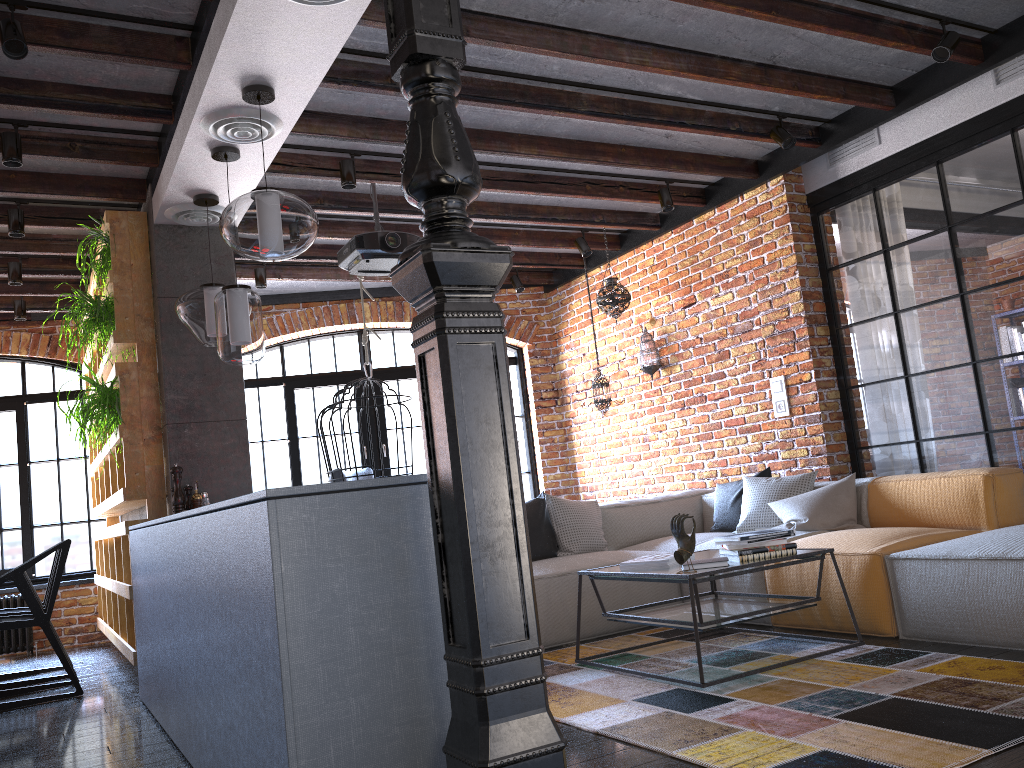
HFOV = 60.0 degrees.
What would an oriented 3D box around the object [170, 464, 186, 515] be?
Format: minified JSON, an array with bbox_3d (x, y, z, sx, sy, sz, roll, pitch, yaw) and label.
[{"bbox_3d":[-1.660,0.537,4.407,0.061,0.282,0.061,-5,-7,-15],"label":"object"}]

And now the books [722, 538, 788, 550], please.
[{"bbox_3d":[0.999,0.657,3.666,0.239,0.022,0.191,-7,-7,5],"label":"books"}]

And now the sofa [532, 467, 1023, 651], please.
[{"bbox_3d":[1.067,0.868,4.286,2.536,0.697,3.303,-3,-8,-29],"label":"sofa"}]

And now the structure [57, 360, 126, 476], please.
[{"bbox_3d":[-2.154,0.192,4.793,0.422,0.620,0.571,-5,-7,-10],"label":"structure"}]

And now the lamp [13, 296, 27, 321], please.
[{"bbox_3d":[-3.724,-0.583,6.727,0.112,0.184,0.082,-11,-8,29],"label":"lamp"}]

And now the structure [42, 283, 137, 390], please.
[{"bbox_3d":[-2.230,-0.283,4.801,0.422,0.620,0.571,-11,-8,30],"label":"structure"}]

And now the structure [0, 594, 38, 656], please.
[{"bbox_3d":[-4.196,1.886,6.701,1.115,0.476,0.106,-5,-7,-11],"label":"structure"}]

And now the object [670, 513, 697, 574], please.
[{"bbox_3d":[0.660,0.603,3.379,0.099,0.222,0.093,-8,-7,10],"label":"object"}]

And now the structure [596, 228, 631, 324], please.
[{"bbox_3d":[0.739,-0.832,6.678,0.265,0.778,0.273,-8,-7,10],"label":"structure"}]

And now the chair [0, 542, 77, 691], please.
[{"bbox_3d":[-3.048,1.414,5.453,0.610,0.818,0.495,-3,-8,-29],"label":"chair"}]

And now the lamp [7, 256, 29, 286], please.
[{"bbox_3d":[-3.263,-0.748,5.860,0.124,0.184,0.082,0,-10,-45],"label":"lamp"}]

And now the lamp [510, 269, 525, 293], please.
[{"bbox_3d":[0.043,-0.889,7.687,0.134,0.208,0.093,-12,-9,36],"label":"lamp"}]

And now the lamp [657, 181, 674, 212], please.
[{"bbox_3d":[1.022,-1.242,5.878,0.113,0.194,0.085,-11,-8,32],"label":"lamp"}]

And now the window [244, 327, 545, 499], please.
[{"bbox_3d":[-1.250,0.439,7.960,3.292,2.231,0.177,-5,-7,-11],"label":"window"}]

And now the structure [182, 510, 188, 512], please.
[{"bbox_3d":[-1.232,0.561,3.791,0.504,0.057,0.764,-3,-8,-29],"label":"structure"}]

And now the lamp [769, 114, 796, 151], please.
[{"bbox_3d":[1.522,-1.407,4.984,0.093,0.210,0.150,-3,-8,-27],"label":"lamp"}]

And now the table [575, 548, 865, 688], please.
[{"bbox_3d":[0.820,0.937,3.726,0.842,0.388,0.849,-3,-8,-29],"label":"table"}]

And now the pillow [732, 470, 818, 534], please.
[{"bbox_3d":[1.507,0.690,5.118,0.293,0.354,0.496,0,-10,-43],"label":"pillow"}]

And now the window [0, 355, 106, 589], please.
[{"bbox_3d":[-4.615,0.722,7.088,3.144,2.231,0.177,-5,-7,-11],"label":"window"}]

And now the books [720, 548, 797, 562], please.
[{"bbox_3d":[1.006,0.698,3.637,0.247,0.024,0.209,-5,-7,-10],"label":"books"}]

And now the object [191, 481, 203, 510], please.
[{"bbox_3d":[-1.577,0.580,4.456,0.058,0.192,0.081,-8,-7,12],"label":"object"}]

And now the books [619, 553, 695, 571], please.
[{"bbox_3d":[0.625,0.758,3.802,0.225,0.038,0.309,-11,-8,31],"label":"books"}]

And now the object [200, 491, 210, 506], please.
[{"bbox_3d":[-1.564,0.614,4.513,0.069,0.135,0.069,-13,-9,40],"label":"object"}]

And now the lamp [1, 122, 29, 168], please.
[{"bbox_3d":[-2.274,-1.095,4.050,0.116,0.184,0.082,-9,-7,21],"label":"lamp"}]

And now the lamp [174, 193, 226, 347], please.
[{"bbox_3d":[-1.482,-0.560,4.374,0.367,0.746,0.367,-10,-8,24],"label":"lamp"}]

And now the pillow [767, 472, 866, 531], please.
[{"bbox_3d":[1.625,0.660,4.762,0.485,0.314,0.359,-8,-7,14],"label":"pillow"}]

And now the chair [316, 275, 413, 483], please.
[{"bbox_3d":[-1.062,0.075,6.375,0.682,2.219,0.802,-9,-7,16],"label":"chair"}]

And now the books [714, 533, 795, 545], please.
[{"bbox_3d":[0.998,0.637,3.648,0.268,0.014,0.196,-2,-8,-30],"label":"books"}]

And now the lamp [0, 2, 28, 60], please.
[{"bbox_3d":[-1.777,-1.253,3.167,0.093,0.210,0.145,-1,-9,-37],"label":"lamp"}]

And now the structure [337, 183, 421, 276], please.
[{"bbox_3d":[-0.811,-1.072,5.209,0.409,0.815,0.464,-3,-8,-29],"label":"structure"}]

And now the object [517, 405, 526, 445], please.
[{"bbox_3d":[0.064,0.716,7.874,0.270,1.053,0.299,-6,-7,-9],"label":"object"}]

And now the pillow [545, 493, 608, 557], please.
[{"bbox_3d":[0.392,0.828,5.266,0.251,0.402,0.543,-13,-10,43],"label":"pillow"}]

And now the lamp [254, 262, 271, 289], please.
[{"bbox_3d":[-1.866,-0.811,6.642,0.121,0.184,0.082,-2,-9,-36],"label":"lamp"}]

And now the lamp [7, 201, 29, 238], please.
[{"bbox_3d":[-2.760,-0.923,4.951,0.113,0.184,0.082,-10,-8,27],"label":"lamp"}]

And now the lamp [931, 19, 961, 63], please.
[{"bbox_3d":[1.996,-1.579,4.087,0.159,0.207,0.082,-3,-8,-29],"label":"lamp"}]

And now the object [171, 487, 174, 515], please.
[{"bbox_3d":[-1.688,0.600,4.464,0.048,0.179,0.048,-9,-7,21],"label":"object"}]

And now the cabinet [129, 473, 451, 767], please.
[{"bbox_3d":[-0.895,0.867,3.224,0.607,0.843,2.963,-3,-8,-29],"label":"cabinet"}]

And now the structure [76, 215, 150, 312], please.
[{"bbox_3d":[-2.133,-0.648,4.939,0.570,0.620,0.423,-1,-9,-39],"label":"structure"}]

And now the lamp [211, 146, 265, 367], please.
[{"bbox_3d":[-1.207,-0.554,3.850,0.195,0.954,0.198,-7,-7,1],"label":"lamp"}]

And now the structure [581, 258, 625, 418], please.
[{"bbox_3d":[0.645,-0.438,7.027,0.389,1.436,0.339,-3,-8,-28],"label":"structure"}]

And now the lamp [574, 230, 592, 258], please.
[{"bbox_3d":[0.541,-1.065,6.766,0.134,0.207,0.090,-10,-8,28],"label":"lamp"}]

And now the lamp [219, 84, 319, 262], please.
[{"bbox_3d":[-0.936,-0.795,3.366,0.365,0.664,0.364,-13,-10,44],"label":"lamp"}]

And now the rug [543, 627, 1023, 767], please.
[{"bbox_3d":[0.792,1.098,3.297,1.431,0.013,2.366,-3,-8,-29],"label":"rug"}]

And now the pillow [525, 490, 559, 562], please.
[{"bbox_3d":[0.084,0.833,5.126,0.538,0.417,0.239,-1,-9,-39],"label":"pillow"}]

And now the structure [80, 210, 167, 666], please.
[{"bbox_3d":[-2.611,0.474,5.868,0.206,2.379,2.832,-3,-8,-29],"label":"structure"}]

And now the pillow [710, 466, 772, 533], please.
[{"bbox_3d":[1.393,0.729,5.440,0.263,0.400,0.510,-2,-9,-35],"label":"pillow"}]

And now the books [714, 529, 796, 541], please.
[{"bbox_3d":[0.996,0.622,3.650,0.268,0.014,0.196,-4,-8,-18],"label":"books"}]

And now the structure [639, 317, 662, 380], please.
[{"bbox_3d":[1.035,-0.270,6.739,0.169,0.482,0.169,-3,-8,-29],"label":"structure"}]

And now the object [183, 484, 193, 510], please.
[{"bbox_3d":[-1.640,0.600,4.506,0.048,0.179,0.048,-13,-10,43],"label":"object"}]

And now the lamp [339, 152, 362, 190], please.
[{"bbox_3d":[-0.879,-1.159,4.829,0.119,0.184,0.082,-2,-8,-33],"label":"lamp"}]

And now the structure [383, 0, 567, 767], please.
[{"bbox_3d":[2.564,-0.122,4.821,0.482,2.392,8.514,-13,-9,41],"label":"structure"}]

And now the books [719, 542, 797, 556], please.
[{"bbox_3d":[1.005,0.675,3.640,0.251,0.023,0.209,-5,-7,-10],"label":"books"}]

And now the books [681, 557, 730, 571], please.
[{"bbox_3d":[0.757,0.704,3.483,0.182,0.029,0.129,-8,-7,8],"label":"books"}]

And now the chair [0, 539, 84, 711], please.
[{"bbox_3d":[-2.674,1.282,4.765,0.610,0.818,0.495,-3,-8,-29],"label":"chair"}]
